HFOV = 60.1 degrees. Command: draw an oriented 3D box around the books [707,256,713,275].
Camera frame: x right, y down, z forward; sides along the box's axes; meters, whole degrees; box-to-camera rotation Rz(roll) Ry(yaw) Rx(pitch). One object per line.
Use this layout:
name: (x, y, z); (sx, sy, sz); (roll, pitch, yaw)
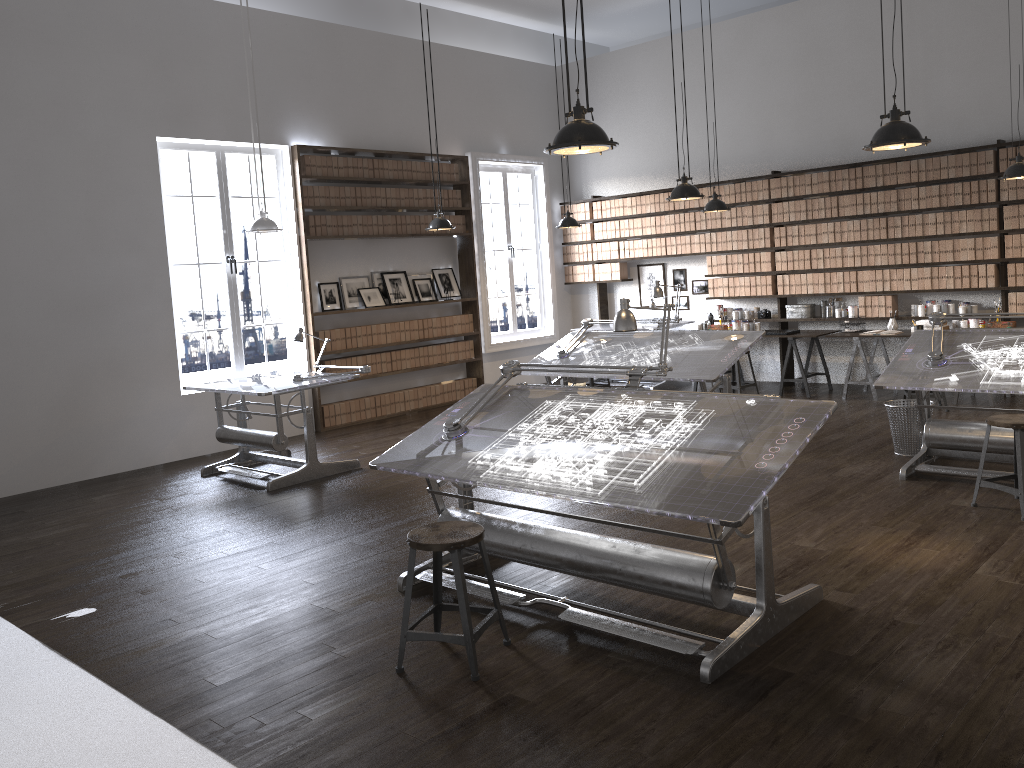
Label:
books: (2.439, -1.440, 10.746); (0.067, 0.225, 0.175); (0, 7, 43)

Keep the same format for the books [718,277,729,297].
books: (2.559, -1.167, 10.674); (0.067, 0.224, 0.175); (0, 7, 43)

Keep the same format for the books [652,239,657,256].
books: (1.858, -1.735, 11.255); (0.067, 0.224, 0.175); (0, 7, 43)

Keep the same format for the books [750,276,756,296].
books: (2.869, -1.151, 10.381); (0.067, 0.225, 0.175); (0, 7, 43)

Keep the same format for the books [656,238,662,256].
books: (1.907, -1.733, 11.212); (0.067, 0.224, 0.175); (0, 7, 43)

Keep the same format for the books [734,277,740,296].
books: (2.717, -1.160, 10.532); (0.067, 0.225, 0.175); (0, 7, 43)

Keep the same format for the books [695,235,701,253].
books: (2.314, -1.713, 10.829); (0.067, 0.224, 0.175); (0, 7, 43)

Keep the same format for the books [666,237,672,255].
books: (2.016, -1.728, 11.111); (0.067, 0.225, 0.175); (0, 7, 43)

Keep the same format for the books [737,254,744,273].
books: (2.740, -1.425, 10.466); (0.067, 0.225, 0.175); (0, 7, 43)

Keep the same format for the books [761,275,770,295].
books: (2.968, -1.148, 10.298); (0.067, 0.224, 0.175); (0, 7, 43)

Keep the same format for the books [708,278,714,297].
books: (2.462, -1.171, 10.760); (0.067, 0.225, 0.175); (0, 7, 43)

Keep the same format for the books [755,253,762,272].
books: (2.905, -1.418, 10.320); (0.067, 0.224, 0.175); (0, 7, 43)

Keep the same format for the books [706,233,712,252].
books: (2.421, -1.714, 10.723); (0.067, 0.225, 0.175); (0, 7, 43)

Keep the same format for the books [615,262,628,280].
books: (1.445, -1.489, 11.678); (0.067, 0.225, 0.175); (0, 7, 43)

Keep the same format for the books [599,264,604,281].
books: (1.247, -1.498, 11.860); (0.067, 0.224, 0.175); (0, 7, 43)

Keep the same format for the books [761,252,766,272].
books: (2.958, -1.415, 10.266); (0.067, 0.224, 0.175); (0, 7, 43)

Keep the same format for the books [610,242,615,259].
books: (1.380, -1.765, 11.700); (0.067, 0.224, 0.175); (0, 7, 43)

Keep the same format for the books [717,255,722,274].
books: (2.540, -1.436, 10.657); (0.067, 0.224, 0.175); (0, 7, 43)

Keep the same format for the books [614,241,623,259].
books: (1.423, -1.762, 11.653); (0.067, 0.225, 0.175); (0, 7, 43)

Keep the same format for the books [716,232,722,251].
books: (2.530, -1.710, 10.631); (0.067, 0.225, 0.175); (0, 7, 43)

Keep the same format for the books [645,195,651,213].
books: (1.776, -2.284, 11.254); (0.067, 0.225, 0.175); (0, 7, 43)

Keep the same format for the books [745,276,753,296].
books: (2.816, -1.154, 10.430); (0.067, 0.225, 0.175); (0, 7, 43)

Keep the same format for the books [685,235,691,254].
books: (2.217, -1.717, 10.915); (0.067, 0.225, 0.175); (0, 7, 43)

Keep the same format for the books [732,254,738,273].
books: (2.691, -1.428, 10.518); (0.067, 0.225, 0.175); (0, 7, 43)

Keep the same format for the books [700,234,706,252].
books: (2.365, -1.710, 10.778); (0.067, 0.225, 0.175); (0, 7, 43)

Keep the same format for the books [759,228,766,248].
books: (2.930, -1.690, 10.251); (0.067, 0.225, 0.175); (0, 7, 43)

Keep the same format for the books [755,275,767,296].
books: (2.918, -1.150, 10.341); (0.067, 0.224, 0.175); (0, 7, 43)

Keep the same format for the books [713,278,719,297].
books: (2.514, -1.169, 10.718); (0.067, 0.224, 0.175); (0, 7, 43)

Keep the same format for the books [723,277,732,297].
books: (2.611, -1.164, 10.623); (0.067, 0.225, 0.175); (0, 7, 43)

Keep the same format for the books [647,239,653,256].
books: (1.808, -1.737, 11.295); (0.067, 0.225, 0.175); (0, 7, 43)

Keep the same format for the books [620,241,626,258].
books: (1.491, -1.753, 11.595); (0.067, 0.224, 0.175); (0, 7, 43)

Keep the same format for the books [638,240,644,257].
books: (1.705, -1.742, 11.396); (0.067, 0.225, 0.175); (0, 7, 43)

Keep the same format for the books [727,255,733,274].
books: (2.639, -1.431, 10.566); (0.067, 0.225, 0.175); (0, 7, 43)

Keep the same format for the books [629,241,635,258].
books: (1.604, -1.748, 11.493); (0.067, 0.225, 0.175); (0, 7, 43)

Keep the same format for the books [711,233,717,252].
books: (2.477, -1.712, 10.676); (0.067, 0.225, 0.175); (0, 7, 43)

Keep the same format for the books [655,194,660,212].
books: (1.879, -2.279, 11.153); (0.067, 0.225, 0.175); (0, 7, 43)

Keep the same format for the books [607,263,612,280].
books: (1.340, -1.493, 11.770); (0.067, 0.225, 0.175); (0, 7, 43)

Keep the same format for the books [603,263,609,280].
books: (1.294, -1.496, 11.819); (0.067, 0.224, 0.175); (0, 7, 43)

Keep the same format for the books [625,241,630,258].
books: (1.550, -1.750, 11.538); (0.067, 0.225, 0.175); (0, 7, 43)

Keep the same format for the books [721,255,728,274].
books: (2.586, -1.432, 10.608); (0.067, 0.225, 0.175); (0, 7, 43)

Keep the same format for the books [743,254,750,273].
books: (2.796, -1.423, 10.421); (0.067, 0.225, 0.175); (0, 7, 43)

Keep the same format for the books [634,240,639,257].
books: (1.656, -1.745, 11.447); (0.067, 0.225, 0.175); (0, 7, 43)

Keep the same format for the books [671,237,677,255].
books: (2.065, -1.725, 11.059); (0.067, 0.225, 0.175); (0, 7, 43)

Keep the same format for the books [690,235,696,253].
books: (2.269, -1.716, 10.873); (0.067, 0.224, 0.175); (0, 7, 43)

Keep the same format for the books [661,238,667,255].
books: (1.958, -1.730, 11.158); (0.067, 0.225, 0.175); (0, 7, 43)

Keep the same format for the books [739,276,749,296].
books: (2.766, -1.157, 10.482); (0.067, 0.225, 0.175); (0, 7, 43)

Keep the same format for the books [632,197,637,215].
books: (1.621, -2.292, 11.396); (0.067, 0.225, 0.175); (0, 7, 43)

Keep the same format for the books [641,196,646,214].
books: (1.727, -2.287, 11.305); (0.067, 0.225, 0.175); (0, 7, 43)

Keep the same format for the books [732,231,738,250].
books: (2.683, -1.702, 10.483); (0.067, 0.224, 0.175); (0, 7, 43)

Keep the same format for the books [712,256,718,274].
books: (2.493, -1.437, 10.698); (0.067, 0.224, 0.175); (0, 7, 43)

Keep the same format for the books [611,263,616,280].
books: (1.395, -1.491, 11.727); (0.067, 0.225, 0.175); (0, 7, 43)

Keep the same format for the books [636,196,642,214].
books: (1.675, -2.290, 11.351); (0.067, 0.225, 0.175); (0, 7, 43)

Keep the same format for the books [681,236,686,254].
books: (2.172, -1.720, 10.965); (0.067, 0.225, 0.175); (0, 7, 43)

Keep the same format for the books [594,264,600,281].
books: (1.193, -1.500, 11.908); (0.067, 0.225, 0.175); (0, 7, 43)

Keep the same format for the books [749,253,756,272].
books: (2.847, -1.420, 10.366); (0.067, 0.225, 0.175); (0, 7, 43)

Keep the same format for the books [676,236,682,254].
books: (2.120, -1.723, 11.013); (0.067, 0.225, 0.175); (0, 7, 43)

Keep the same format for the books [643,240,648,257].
books: (1.755, -1.739, 11.345); (0.067, 0.225, 0.175); (0, 7, 43)

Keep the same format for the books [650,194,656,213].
books: (1.826, -2.281, 11.202); (0.067, 0.225, 0.175); (0, 7, 43)

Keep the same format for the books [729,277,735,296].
books: (2.665, -1.162, 10.578); (0.067, 0.225, 0.175); (0, 7, 43)
